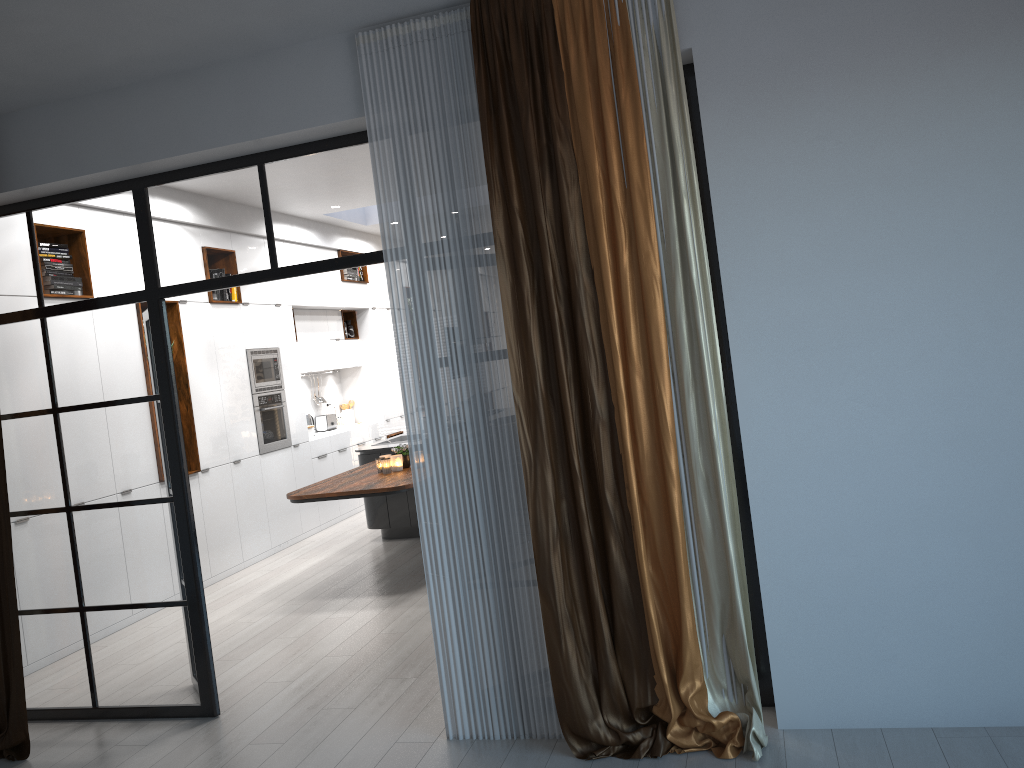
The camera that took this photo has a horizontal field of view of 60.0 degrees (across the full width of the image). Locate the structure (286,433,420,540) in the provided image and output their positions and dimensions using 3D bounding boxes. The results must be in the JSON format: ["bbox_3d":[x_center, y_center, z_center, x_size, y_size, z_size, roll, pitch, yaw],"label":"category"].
[{"bbox_3d":[-0.575,0.927,8.980,1.376,0.887,5.648,-7,2,15],"label":"structure"}]

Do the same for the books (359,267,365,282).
[{"bbox_3d":[-1.976,-1.390,11.200,0.210,0.267,0.026,-7,1,15],"label":"books"}]

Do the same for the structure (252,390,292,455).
[{"bbox_3d":[-2.528,0.387,8.700,0.495,0.570,0.596,-7,1,15],"label":"structure"}]

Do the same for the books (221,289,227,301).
[{"bbox_3d":[-2.744,-0.901,8.146,0.268,0.321,0.047,-7,1,15],"label":"books"}]

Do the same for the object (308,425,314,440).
[{"bbox_3d":[-2.314,0.543,9.522,0.379,0.148,0.263,-7,2,15],"label":"object"}]

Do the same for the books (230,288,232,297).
[{"bbox_3d":[-2.719,-0.896,8.289,0.238,0.288,0.030,-7,1,15],"label":"books"}]

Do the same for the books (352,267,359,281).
[{"bbox_3d":[-2.009,-1.376,11.041,0.197,0.268,0.026,-7,1,15],"label":"books"}]

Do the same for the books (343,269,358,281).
[{"bbox_3d":[-2.072,-1.315,10.840,0.278,0.137,0.345,-7,2,10],"label":"books"}]

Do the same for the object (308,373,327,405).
[{"bbox_3d":[-2.338,0.063,10.628,0.069,0.389,0.320,-7,1,16],"label":"object"}]

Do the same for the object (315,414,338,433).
[{"bbox_3d":[-2.223,0.466,10.642,0.176,0.195,0.260,-7,2,15],"label":"object"}]

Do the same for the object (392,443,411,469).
[{"bbox_3d":[-0.872,0.575,7.143,0.151,0.206,0.157,-7,1,32],"label":"object"}]

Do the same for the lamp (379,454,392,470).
[{"bbox_3d":[-1.008,0.635,7.114,0.095,0.124,0.096,-7,1,32],"label":"lamp"}]

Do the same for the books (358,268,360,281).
[{"bbox_3d":[-2.015,-1.383,11.097,0.217,0.271,0.030,-7,1,15],"label":"books"}]

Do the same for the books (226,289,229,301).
[{"bbox_3d":[-2.737,-0.880,8.185,0.230,0.296,0.031,-7,1,15],"label":"books"}]

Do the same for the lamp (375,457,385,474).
[{"bbox_3d":[-1.034,0.646,7.011,0.078,0.120,0.078,-7,1,-2],"label":"lamp"}]

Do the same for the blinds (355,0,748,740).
[{"bbox_3d":[0.145,-0.053,3.628,1.300,3.067,0.052,-7,1,15],"label":"blinds"}]

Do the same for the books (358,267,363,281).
[{"bbox_3d":[-2.000,-1.389,11.125,0.253,0.312,0.031,-7,1,15],"label":"books"}]

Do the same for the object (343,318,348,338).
[{"bbox_3d":[-2.117,-0.696,11.016,0.124,0.275,0.124,-7,1,3],"label":"object"}]

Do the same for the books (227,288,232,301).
[{"bbox_3d":[-2.711,-0.869,8.260,0.190,0.253,0.026,-7,1,15],"label":"books"}]

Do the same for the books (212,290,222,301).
[{"bbox_3d":[-2.768,-0.873,8.074,0.236,0.278,0.106,-7,1,15],"label":"books"}]

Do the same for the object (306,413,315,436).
[{"bbox_3d":[-2.328,0.464,10.077,0.220,0.270,0.179,-8,1,-33],"label":"object"}]

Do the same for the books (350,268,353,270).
[{"bbox_3d":[-2.110,-1.402,10.824,0.250,0.047,0.307,-7,2,11],"label":"books"}]

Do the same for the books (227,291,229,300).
[{"bbox_3d":[-2.747,-0.880,8.240,0.230,0.296,0.031,-7,1,15],"label":"books"}]

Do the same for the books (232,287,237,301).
[{"bbox_3d":[-2.674,-0.876,8.311,0.184,0.244,0.033,-7,1,15],"label":"books"}]

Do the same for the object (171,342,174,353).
[{"bbox_3d":[-2.833,0.078,7.197,0.267,1.341,0.269,-7,1,41],"label":"object"}]

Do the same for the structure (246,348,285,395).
[{"bbox_3d":[-2.610,-0.107,8.700,0.458,0.430,0.596,-7,2,15],"label":"structure"}]

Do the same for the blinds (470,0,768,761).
[{"bbox_3d":[0.392,-0.086,3.455,0.810,3.044,0.255,-7,1,16],"label":"blinds"}]

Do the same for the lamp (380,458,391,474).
[{"bbox_3d":[-0.981,0.642,6.929,0.078,0.120,0.078,-7,1,-2],"label":"lamp"}]

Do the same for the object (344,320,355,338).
[{"bbox_3d":[-2.064,-0.688,11.204,0.123,0.230,0.124,-7,1,17],"label":"object"}]

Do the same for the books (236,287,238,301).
[{"bbox_3d":[-2.682,-0.886,8.342,0.211,0.263,0.024,-7,1,15],"label":"books"}]

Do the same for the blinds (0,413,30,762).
[{"bbox_3d":[-2.768,0.291,4.327,0.810,3.044,0.255,-7,1,15],"label":"blinds"}]

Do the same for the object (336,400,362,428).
[{"bbox_3d":[-2.080,0.368,11.168,0.220,0.316,0.330,-7,1,15],"label":"object"}]

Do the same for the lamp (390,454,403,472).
[{"bbox_3d":[-0.909,0.626,7.013,0.095,0.124,0.096,-7,1,8],"label":"lamp"}]

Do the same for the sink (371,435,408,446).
[{"bbox_3d":[-1.026,0.615,8.860,0.484,0.152,0.739,-7,2,15],"label":"sink"}]
